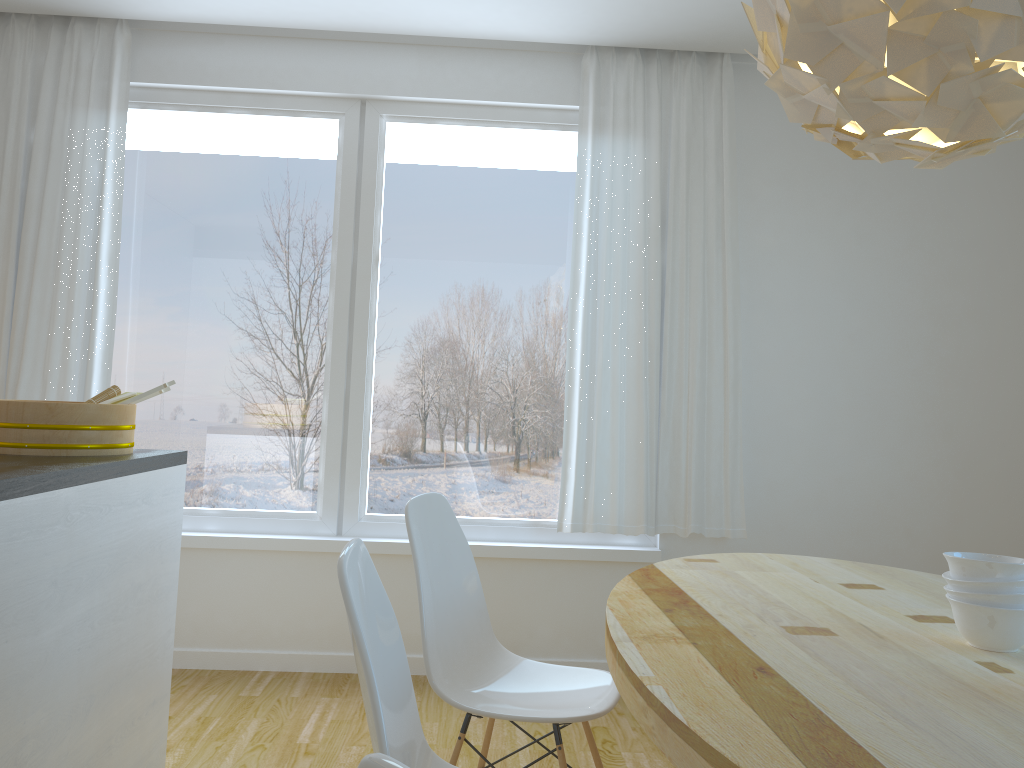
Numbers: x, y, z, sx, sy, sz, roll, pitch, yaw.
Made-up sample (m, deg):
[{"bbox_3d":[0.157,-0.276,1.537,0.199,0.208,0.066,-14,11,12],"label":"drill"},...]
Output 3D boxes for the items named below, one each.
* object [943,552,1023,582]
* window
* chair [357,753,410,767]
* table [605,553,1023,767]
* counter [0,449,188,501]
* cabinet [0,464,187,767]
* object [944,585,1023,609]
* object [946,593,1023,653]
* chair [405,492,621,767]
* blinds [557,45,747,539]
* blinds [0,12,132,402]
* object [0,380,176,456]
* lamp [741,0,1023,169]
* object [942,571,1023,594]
[{"bbox_3d":[0.864,0.355,1.601,0.152,0.087,0.151,1,-3,26],"label":"object"},{"bbox_3d":[-0.702,-0.309,3.903,2.726,1.929,0.088,2,-5,-2],"label":"window"},{"bbox_3d":[0.159,0.695,0.594,0.522,0.906,0.429,5,-5,-32],"label":"chair"},{"bbox_3d":[0.759,0.829,1.460,1.193,0.728,2.182,2,-2,-4],"label":"table"},{"bbox_3d":[-1.242,0.183,1.507,0.600,0.040,2.391,2,-2,-2],"label":"counter"},{"bbox_3d":[-1.260,0.658,1.464,0.600,0.914,2.391,2,-2,-2],"label":"cabinet"},{"bbox_3d":[0.862,0.407,1.595,0.151,0.093,0.151,0,-3,37],"label":"object"},{"bbox_3d":[0.864,0.430,1.591,0.152,0.083,0.151,0,-3,37],"label":"object"},{"bbox_3d":[0.011,0.729,2.076,0.523,0.906,0.427,1,-5,18],"label":"chair"},{"bbox_3d":[0.627,-0.443,3.780,0.795,2.171,0.149,2,-5,-2],"label":"blinds"},{"bbox_3d":[-2.033,-0.551,3.671,0.795,2.171,0.149,2,-5,-3],"label":"blinds"},{"bbox_3d":[-1.241,0.083,2.491,0.378,0.215,0.428,1,-3,26],"label":"object"},{"bbox_3d":[0.771,-0.950,1.627,0.647,1.141,0.636,2,-4,-3],"label":"lamp"},{"bbox_3d":[0.860,0.383,1.598,0.151,0.096,0.151,2,-3,14],"label":"object"}]
